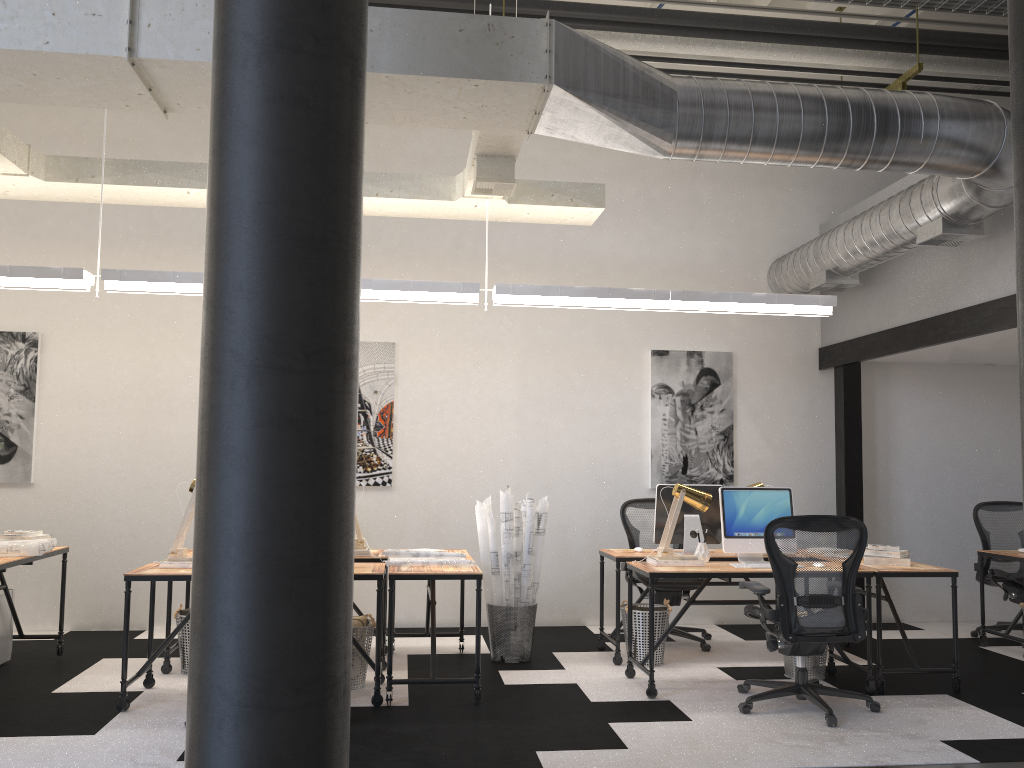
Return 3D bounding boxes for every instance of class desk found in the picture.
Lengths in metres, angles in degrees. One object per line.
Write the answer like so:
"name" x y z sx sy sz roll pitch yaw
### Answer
"desk" 1.345 1.561 6.290 1.401 0.723 0.530 1 -5 -7
"desk" 4.268 1.624 6.583 1.401 0.723 0.530 1 -5 -7
"desk" -1.428 1.415 5.056 1.401 0.723 0.530 1 -5 -7
"desk" -1.525 1.490 5.896 1.401 0.723 0.530 1 -5 -7
"desk" 2.357 1.547 5.994 0.529 0.723 1.402 1 -5 -7
"desk" -3.172 1.390 5.253 0.529 0.723 1.402 1 -5 -7
"desk" -0.513 1.476 5.599 0.529 0.723 1.402 1 -5 -7
"desk" 1.442 1.486 5.451 1.401 0.723 0.530 1 -5 -7

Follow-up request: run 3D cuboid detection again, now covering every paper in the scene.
"paper" -3.322 0.985 5.276 1.135 0.082 0.083 5 -7 -42
"paper" -0.017 1.290 6.097 0.441 1.196 0.412 3 -5 -29
"paper" -0.523 1.081 5.505 0.568 0.061 0.626 2 -5 -9
"paper" -3.302 0.970 5.110 1.134 0.082 0.083 4 -6 -32

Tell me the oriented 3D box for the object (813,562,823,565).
"object" 1.888 1.114 5.462 0.059 0.029 0.106 1 -5 -6

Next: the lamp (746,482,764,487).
"lamp" 1.729 0.933 6.311 0.344 0.469 0.128 1 -4 -7

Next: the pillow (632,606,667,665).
"pillow" 0.914 1.685 5.946 0.239 0.406 0.120 1 -4 -6

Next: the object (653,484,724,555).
"object" 1.238 0.943 6.162 0.484 0.485 0.190 1 -4 -7

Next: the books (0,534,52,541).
"books" -3.197 1.006 5.814 0.257 0.044 0.193 0 -5 10

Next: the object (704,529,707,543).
"object" 1.231 1.037 5.687 0.054 0.207 0.008 3 -5 -24

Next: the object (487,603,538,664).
"object" -0.004 1.702 6.082 0.353 0.398 0.353 -3 -6 38

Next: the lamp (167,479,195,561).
"lamp" -1.797 0.783 5.131 0.344 0.469 0.128 1 -4 -7

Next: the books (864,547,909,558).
"books" 2.408 1.090 5.740 0.257 0.044 0.193 -4 -7 40

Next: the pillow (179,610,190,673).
"pillow" -1.956 1.614 5.551 0.239 0.406 0.120 1 -4 -6

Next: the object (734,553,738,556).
"object" 1.579 1.124 6.129 0.101 0.126 0.101 -3 -6 38

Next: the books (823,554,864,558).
"books" 2.305 1.185 6.108 0.243 0.019 0.205 4 -6 -29

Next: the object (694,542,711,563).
"object" 1.218 1.078 5.675 0.101 0.126 0.101 -3 -6 38

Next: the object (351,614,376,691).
"object" -0.996 1.589 5.299 0.359 0.434 0.353 2 -5 -11

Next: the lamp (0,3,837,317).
"lamp" -1.383 -1.939 5.861 7.302 2.861 0.226 1 -4 -7

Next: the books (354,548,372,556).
"books" -1.090 1.111 5.877 0.309 0.038 0.226 1 -5 -7

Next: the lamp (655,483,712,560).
"lamp" 1.073 0.854 5.524 0.344 0.469 0.126 1 -4 -7

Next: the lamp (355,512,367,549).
"lamp" -1.141 0.862 5.917 0.344 0.469 0.128 1 -4 -7

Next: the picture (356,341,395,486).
"picture" -1.337 0.239 7.260 0.731 1.182 0.049 1 -4 -7

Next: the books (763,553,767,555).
"books" 1.780 1.182 6.271 0.309 0.038 0.226 1 -5 -7

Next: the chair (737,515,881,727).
"chair" 1.598 1.269 4.997 0.770 1.084 0.793 3 -5 -23

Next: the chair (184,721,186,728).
"chair" -1.272 1.198 4.602 0.770 1.084 0.793 3 -5 -23

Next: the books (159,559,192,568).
"books" -1.854 1.034 5.133 0.309 0.038 0.226 1 -5 -7

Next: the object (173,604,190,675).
"object" -1.961 1.607 5.631 0.359 0.434 0.353 2 -5 -11

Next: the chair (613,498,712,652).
"chair" 1.192 1.426 6.771 0.770 1.084 0.793 3 -5 -23

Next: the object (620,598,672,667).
"object" 0.909 1.678 6.025 0.359 0.434 0.353 2 -5 -11

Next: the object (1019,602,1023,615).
"object" 3.832 1.741 6.318 0.359 0.434 0.353 2 -5 -11

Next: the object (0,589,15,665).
"object" -3.362 1.556 5.574 0.221 0.454 0.544 1 -5 -7

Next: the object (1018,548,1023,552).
"object" 3.831 1.244 6.628 0.059 0.029 0.106 1 -5 -6

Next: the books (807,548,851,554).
"books" 2.304 1.214 6.455 0.200 0.024 0.235 4 -6 -33

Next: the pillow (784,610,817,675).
"pillow" 1.869 1.680 5.771 0.239 0.406 0.120 1 -4 -6

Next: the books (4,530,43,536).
"books" -3.196 0.974 5.801 0.185 0.030 0.153 2 -5 -9

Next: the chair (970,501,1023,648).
"chair" 4.116 1.488 7.064 0.770 1.084 0.793 3 -5 -23

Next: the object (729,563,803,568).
"object" 1.562 1.114 5.429 0.439 0.017 0.119 1 -5 -7

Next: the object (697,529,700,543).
"object" 1.204 1.036 5.676 0.008 0.207 0.054 5 -6 -42

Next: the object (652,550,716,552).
"object" 1.234 1.195 6.367 0.439 0.017 0.119 1 -5 -7

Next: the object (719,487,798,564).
"object" 1.563 0.902 5.670 0.484 0.485 0.190 1 -4 -7

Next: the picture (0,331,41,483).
"picture" -4.101 0.175 6.923 0.731 1.182 0.049 1 -4 -7

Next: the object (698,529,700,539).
"object" 1.207 1.038 5.688 0.008 0.207 0.054 2 -5 -20

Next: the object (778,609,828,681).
"object" 1.874 1.660 5.693 0.359 0.434 0.353 2 -5 -11

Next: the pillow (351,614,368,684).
"pillow" -1.001 1.609 5.377 0.239 0.406 0.120 1 -4 -6

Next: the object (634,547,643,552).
"object" 0.907 1.182 6.335 0.059 0.029 0.106 1 -5 -6

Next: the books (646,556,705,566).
"books" 1.016 1.105 5.527 0.309 0.038 0.226 1 -5 -7

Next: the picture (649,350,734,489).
"picture" 1.541 0.307 7.611 0.731 1.182 0.049 1 -4 -7

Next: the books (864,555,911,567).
"books" 2.412 1.134 5.710 0.271 0.050 0.200 -1 -5 20

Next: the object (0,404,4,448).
"object" -3.076 0.451 4.834 0.514 1.076 0.439 2 -5 -16

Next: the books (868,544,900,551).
"books" 2.401 1.057 5.729 0.185 0.030 0.153 -1 -6 21

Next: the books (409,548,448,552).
"books" -0.595 1.151 6.118 0.205 0.019 0.243 -2 -6 30
